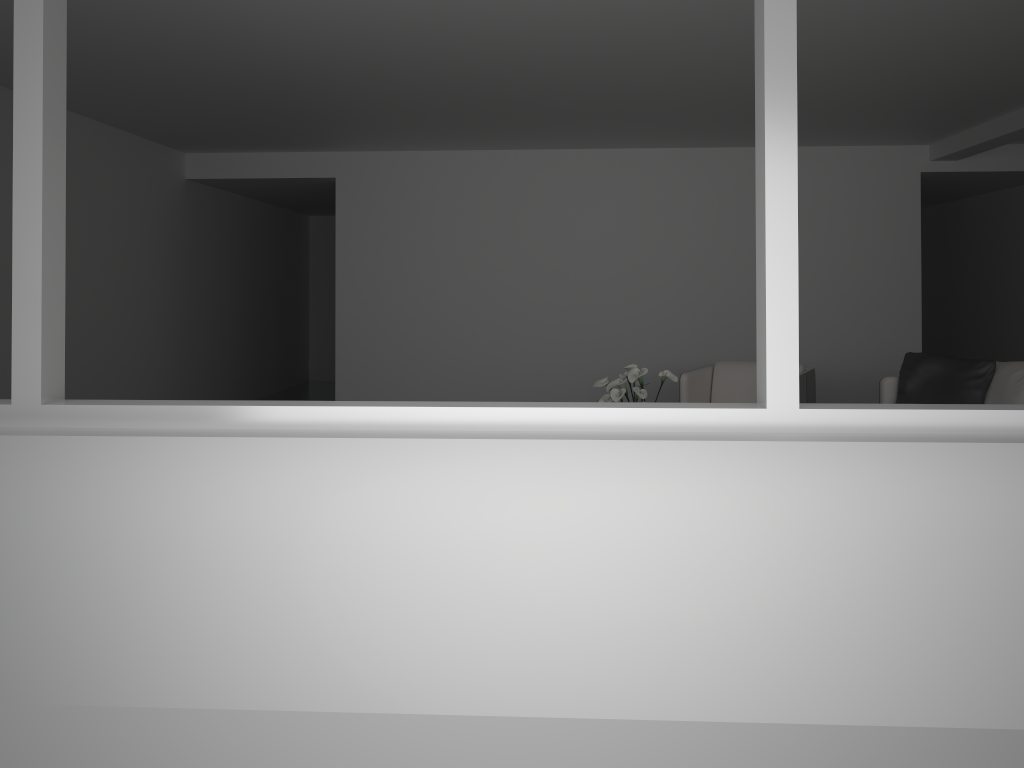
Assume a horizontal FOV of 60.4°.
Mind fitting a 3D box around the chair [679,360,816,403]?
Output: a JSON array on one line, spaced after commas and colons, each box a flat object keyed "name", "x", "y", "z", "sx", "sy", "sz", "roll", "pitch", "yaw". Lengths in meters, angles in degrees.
[{"name": "chair", "x": 1.683, "y": 0.190, "z": 6.212, "sx": 0.768, "sy": 0.660, "sz": 0.922, "roll": 2, "pitch": 4, "yaw": 28}]

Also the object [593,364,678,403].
[{"name": "object", "x": 0.664, "y": 0.299, "z": 4.969, "sx": 0.447, "sy": 0.797, "sz": 0.378, "roll": 0, "pitch": 0, "yaw": -14}]

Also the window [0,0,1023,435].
[{"name": "window", "x": 0.677, "y": -0.581, "z": 2.257, "sx": 8.049, "sy": 1.434, "sz": 0.110, "roll": 0, "pitch": -1, "yaw": 3}]

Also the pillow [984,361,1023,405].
[{"name": "pillow", "x": 2.962, "y": 0.087, "z": 5.370, "sx": 0.323, "sy": 0.499, "sz": 0.587, "roll": 0, "pitch": 3, "yaw": -8}]

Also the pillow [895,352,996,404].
[{"name": "pillow", "x": 2.698, "y": 0.038, "z": 5.532, "sx": 0.278, "sy": 0.449, "sz": 0.566, "roll": -1, "pitch": 3, "yaw": -43}]

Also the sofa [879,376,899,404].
[{"name": "sofa", "x": 2.852, "y": 0.351, "z": 4.661, "sx": 0.919, "sy": 0.658, "sz": 2.250, "roll": 0, "pitch": 5, "yaw": 1}]
